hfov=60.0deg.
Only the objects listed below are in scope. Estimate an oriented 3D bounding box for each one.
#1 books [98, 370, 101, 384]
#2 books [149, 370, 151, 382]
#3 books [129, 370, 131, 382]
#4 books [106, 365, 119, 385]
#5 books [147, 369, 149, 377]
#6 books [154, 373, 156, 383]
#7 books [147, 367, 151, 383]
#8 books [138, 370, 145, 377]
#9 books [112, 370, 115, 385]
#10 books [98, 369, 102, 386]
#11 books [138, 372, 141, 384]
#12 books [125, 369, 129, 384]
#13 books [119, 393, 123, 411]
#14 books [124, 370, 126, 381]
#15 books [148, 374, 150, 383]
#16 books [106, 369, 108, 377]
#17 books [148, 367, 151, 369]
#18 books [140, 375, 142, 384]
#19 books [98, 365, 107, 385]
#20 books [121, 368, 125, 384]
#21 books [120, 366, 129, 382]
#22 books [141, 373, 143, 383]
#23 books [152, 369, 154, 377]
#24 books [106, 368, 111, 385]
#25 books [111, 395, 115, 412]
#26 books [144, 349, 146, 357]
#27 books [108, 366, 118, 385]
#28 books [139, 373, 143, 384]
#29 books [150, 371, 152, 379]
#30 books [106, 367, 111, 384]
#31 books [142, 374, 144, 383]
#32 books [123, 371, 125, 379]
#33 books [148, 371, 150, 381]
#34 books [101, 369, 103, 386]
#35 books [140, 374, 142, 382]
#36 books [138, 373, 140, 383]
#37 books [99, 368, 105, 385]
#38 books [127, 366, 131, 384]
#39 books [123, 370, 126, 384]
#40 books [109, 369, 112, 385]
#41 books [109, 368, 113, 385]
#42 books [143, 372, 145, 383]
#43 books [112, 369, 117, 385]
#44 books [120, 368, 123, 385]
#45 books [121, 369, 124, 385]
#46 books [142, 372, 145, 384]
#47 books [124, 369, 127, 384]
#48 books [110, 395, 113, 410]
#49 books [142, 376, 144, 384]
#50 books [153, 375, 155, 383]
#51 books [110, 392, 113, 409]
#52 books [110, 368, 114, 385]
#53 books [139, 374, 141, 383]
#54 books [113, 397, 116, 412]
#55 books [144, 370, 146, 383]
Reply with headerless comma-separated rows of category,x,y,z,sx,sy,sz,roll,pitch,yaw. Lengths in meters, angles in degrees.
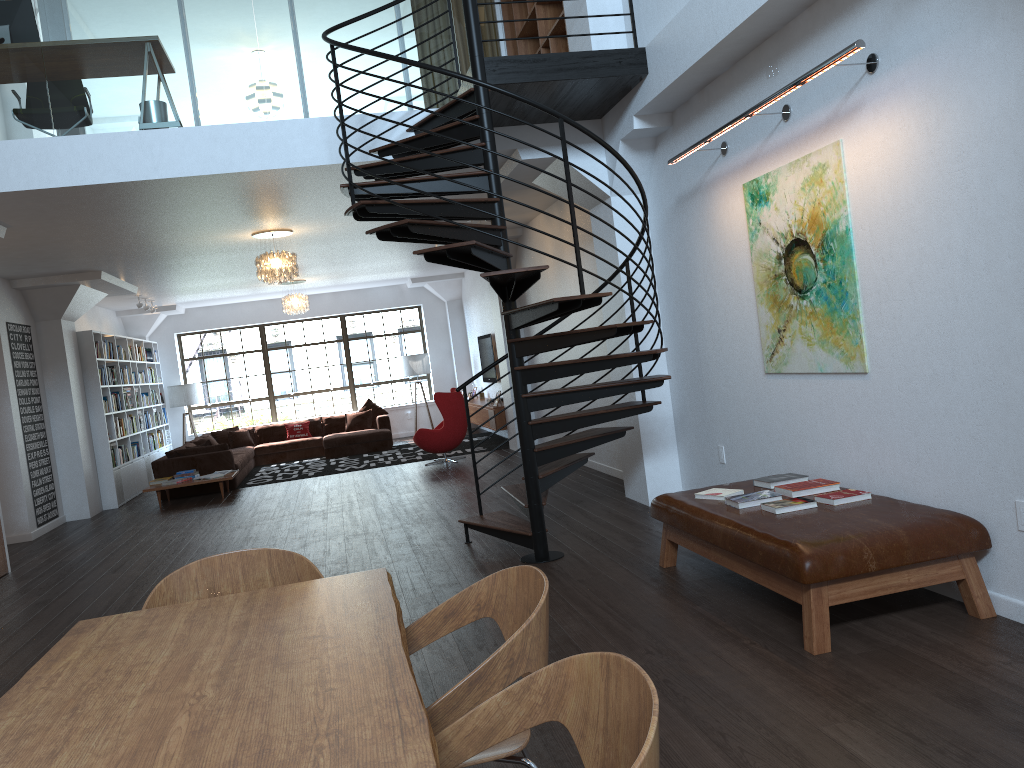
books,-5.668,-0.073,12.028,0.161,0.218,0.101,-8,2,-11
books,-6.340,-0.125,15.308,0.183,0.253,0.034,-8,2,-12
books,-6.028,-0.109,13.807,0.159,0.250,0.026,-8,2,-11
books,-5.881,-0.119,13.017,0.176,0.291,0.053,-8,2,-11
books,-6.320,-0.138,15.155,0.198,0.284,0.066,-8,2,-12
books,-6.425,-0.115,15.750,0.161,0.223,0.026,-8,2,-12
books,-6.334,-0.143,15.265,0.176,0.290,0.053,-8,2,-12
books,-6.270,-0.110,14.952,0.140,0.231,0.042,-8,2,-11
books,-5.822,-0.084,12.782,0.161,0.223,0.032,-8,2,-11
books,-5.670,-0.080,12.058,0.152,0.232,0.104,-8,2,-11
books,-6.173,-0.087,14.522,0.139,0.191,0.036,-8,2,-11
books,-5.990,-0.101,13.599,0.174,0.239,0.045,-8,2,-11
books,-5.799,0.273,12.948,0.182,0.253,0.034,-8,2,-11
books,-5.961,-0.092,13.484,0.161,0.223,0.027,-8,2,-11
books,-6.313,-0.123,15.203,0.160,0.250,0.026,-8,2,-12
books,-5.761,-0.084,12.422,0.174,0.236,0.142,-8,2,-11
books,-6.391,-0.145,15.531,0.176,0.290,0.036,-8,2,-12
books,-6.185,-0.075,14.653,0.106,0.162,0.032,-8,2,-11
books,-5.706,-0.112,12.247,0.176,0.290,0.053,-8,2,-11
books,-5.939,-0.105,13.356,0.182,0.253,0.034,-8,2,-11
books,-6.014,-0.126,13.672,0.176,0.290,0.053,-8,2,-11
books,-6.232,-0.085,14.774,0.134,0.184,0.030,-8,2,-11
books,-6.402,-0.127,15.622,0.160,0.250,0.026,-8,2,-12
books,-5.779,-0.094,12.510,0.183,0.253,0.042,-8,2,-11
books,-5.720,0.285,12.533,0.174,0.239,0.045,-8,2,-11
books,-6.365,-0.479,15.200,0.161,0.223,0.032,-8,2,-11
books,-5.886,-0.113,12.963,0.198,0.284,0.049,-8,2,-11
books,-6.225,-0.082,14.749,0.128,0.178,0.022,-8,2,-11
books,-6.359,-0.112,15.427,0.161,0.223,0.027,-8,2,-12
books,-5.802,-0.097,12.593,0.180,0.259,0.042,-8,2,-11
books,-6.232,-0.083,14.822,0.128,0.178,0.022,-8,2,-11
books,-5.960,-0.094,13.423,0.167,0.230,0.037,-8,2,-11
books,-6.313,-0.110,15.229,0.161,0.223,0.026,-8,2,-12
books,-5.675,-0.083,12.089,0.172,0.235,0.112,-8,2,-11
books,-6.197,-0.076,14.678,0.120,0.167,0.020,-8,2,-11
books,-6.158,-0.092,14.464,0.146,0.202,0.027,-8,2,-11
books,-5.696,-0.087,12.170,0.174,0.242,0.105,-8,2,-11
books,-6.030,-0.123,13.731,0.197,0.283,0.065,-8,2,-11
books,-5.958,-0.091,13.457,0.161,0.223,0.026,-8,2,-11
books,-5.807,-0.094,12.633,0.160,0.251,0.039,-8,2,-11
books,-5.812,-0.092,12.672,0.171,0.246,0.039,-8,2,-11
books,-6.255,-0.090,14.914,0.139,0.191,0.036,-8,2,-11
books,-5.842,-0.092,12.855,0.174,0.240,0.054,-8,2,-11
books,-5.899,-0.104,13.186,0.182,0.253,0.034,-8,2,-11
books,-5.917,-0.098,13.258,0.174,0.239,0.045,-8,2,-11
books,-6.250,-0.092,14.874,0.136,0.196,0.045,-8,2,-11
books,-5.983,-0.103,13.548,0.170,0.245,0.057,-8,2,-11
books,-5.706,0.266,12.395,0.197,0.283,0.065,-8,2,-11
books,-6.230,-0.083,14.801,0.128,0.178,0.021,-8,2,-11
books,-6.407,-0.114,15.648,0.161,0.223,0.027,-8,2,-12
books,-5.714,0.262,12.455,0.176,0.290,0.053,-8,2,-11
books,-5.831,-0.096,12.743,0.183,0.253,0.042,-8,2,-11
books,-6.180,-0.078,14.578,0.126,0.173,0.032,-8,2,-11
books,-5.734,0.282,12.582,0.170,0.245,0.057,-8,2,-11
books,-6.283,-0.108,14.999,0.158,0.226,0.052,-8,2,-11
